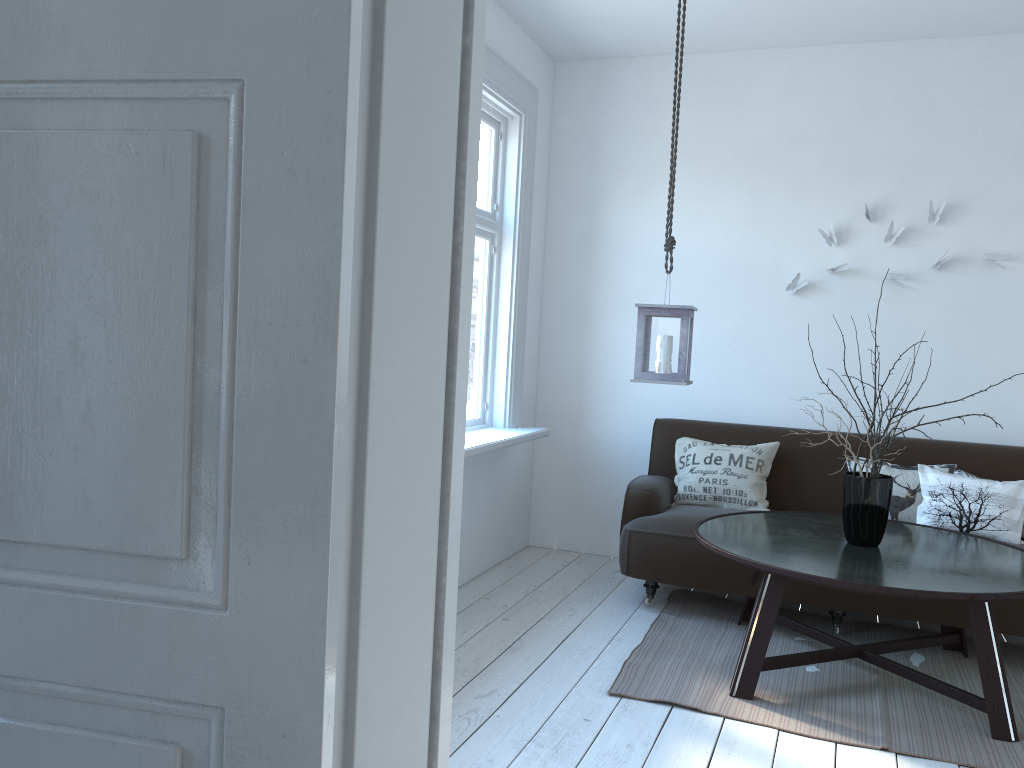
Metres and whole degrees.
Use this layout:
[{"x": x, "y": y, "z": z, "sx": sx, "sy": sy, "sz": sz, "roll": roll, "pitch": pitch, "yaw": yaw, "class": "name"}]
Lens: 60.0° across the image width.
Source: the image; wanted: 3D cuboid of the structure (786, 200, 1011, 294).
[{"x": 1.926, "y": -0.676, "z": 4.457, "sx": 1.024, "sy": 0.479, "sz": 0.085, "roll": 4, "pitch": 4, "yaw": 20, "class": "structure"}]

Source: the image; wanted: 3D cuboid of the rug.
[{"x": 1.344, "y": 1.089, "z": 3.451, "sx": 1.709, "sy": 0.055, "sz": 1.455, "roll": 4, "pitch": 3, "yaw": 21, "class": "rug"}]

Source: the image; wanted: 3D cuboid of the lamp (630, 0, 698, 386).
[{"x": 0.667, "y": -0.883, "z": 3.613, "sx": 0.228, "sy": 1.764, "sz": 0.228, "roll": 4, "pitch": 4, "yaw": 17, "class": "lamp"}]

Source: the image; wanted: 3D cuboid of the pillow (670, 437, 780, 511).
[{"x": 1.060, "y": 0.457, "z": 4.457, "sx": 0.519, "sy": 0.367, "sz": 0.238, "roll": 4, "pitch": 4, "yaw": 20, "class": "pillow"}]

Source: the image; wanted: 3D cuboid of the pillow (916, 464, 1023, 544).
[{"x": 2.047, "y": 0.537, "z": 3.968, "sx": 0.470, "sy": 0.309, "sz": 0.188, "roll": 4, "pitch": 4, "yaw": 21, "class": "pillow"}]

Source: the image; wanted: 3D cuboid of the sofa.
[{"x": 1.637, "y": 0.672, "z": 4.136, "sx": 2.164, "sy": 0.825, "sz": 0.968, "roll": 4, "pitch": 4, "yaw": 20, "class": "sofa"}]

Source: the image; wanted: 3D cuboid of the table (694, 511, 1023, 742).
[{"x": 1.345, "y": 0.866, "z": 3.412, "sx": 1.299, "sy": 0.504, "sz": 1.298, "roll": 4, "pitch": 3, "yaw": 10, "class": "table"}]

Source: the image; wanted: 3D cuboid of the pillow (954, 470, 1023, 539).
[{"x": 2.274, "y": 0.559, "z": 4.004, "sx": 0.542, "sy": 0.288, "sz": 0.182, "roll": 4, "pitch": 4, "yaw": 21, "class": "pillow"}]

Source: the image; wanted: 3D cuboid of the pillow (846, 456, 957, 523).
[{"x": 1.800, "y": 0.524, "z": 4.141, "sx": 0.472, "sy": 0.348, "sz": 0.158, "roll": 4, "pitch": 4, "yaw": 18, "class": "pillow"}]

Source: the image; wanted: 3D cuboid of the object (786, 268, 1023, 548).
[{"x": 1.466, "y": 0.096, "z": 3.262, "sx": 0.846, "sy": 1.067, "sz": 0.524, "roll": 2, "pitch": 4, "yaw": -9, "class": "object"}]

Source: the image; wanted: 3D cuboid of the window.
[{"x": -5.582, "y": -3.886, "z": 28.204, "sx": 27.742, "sy": 15.038, "sz": 51.252, "roll": 4, "pitch": 3, "yaw": 20, "class": "window"}]

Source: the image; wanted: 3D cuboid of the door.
[{"x": 0.470, "y": -0.057, "z": 0.929, "sx": 2.597, "sy": 2.508, "sz": 0.577, "roll": 4, "pitch": 4, "yaw": 20, "class": "door"}]
